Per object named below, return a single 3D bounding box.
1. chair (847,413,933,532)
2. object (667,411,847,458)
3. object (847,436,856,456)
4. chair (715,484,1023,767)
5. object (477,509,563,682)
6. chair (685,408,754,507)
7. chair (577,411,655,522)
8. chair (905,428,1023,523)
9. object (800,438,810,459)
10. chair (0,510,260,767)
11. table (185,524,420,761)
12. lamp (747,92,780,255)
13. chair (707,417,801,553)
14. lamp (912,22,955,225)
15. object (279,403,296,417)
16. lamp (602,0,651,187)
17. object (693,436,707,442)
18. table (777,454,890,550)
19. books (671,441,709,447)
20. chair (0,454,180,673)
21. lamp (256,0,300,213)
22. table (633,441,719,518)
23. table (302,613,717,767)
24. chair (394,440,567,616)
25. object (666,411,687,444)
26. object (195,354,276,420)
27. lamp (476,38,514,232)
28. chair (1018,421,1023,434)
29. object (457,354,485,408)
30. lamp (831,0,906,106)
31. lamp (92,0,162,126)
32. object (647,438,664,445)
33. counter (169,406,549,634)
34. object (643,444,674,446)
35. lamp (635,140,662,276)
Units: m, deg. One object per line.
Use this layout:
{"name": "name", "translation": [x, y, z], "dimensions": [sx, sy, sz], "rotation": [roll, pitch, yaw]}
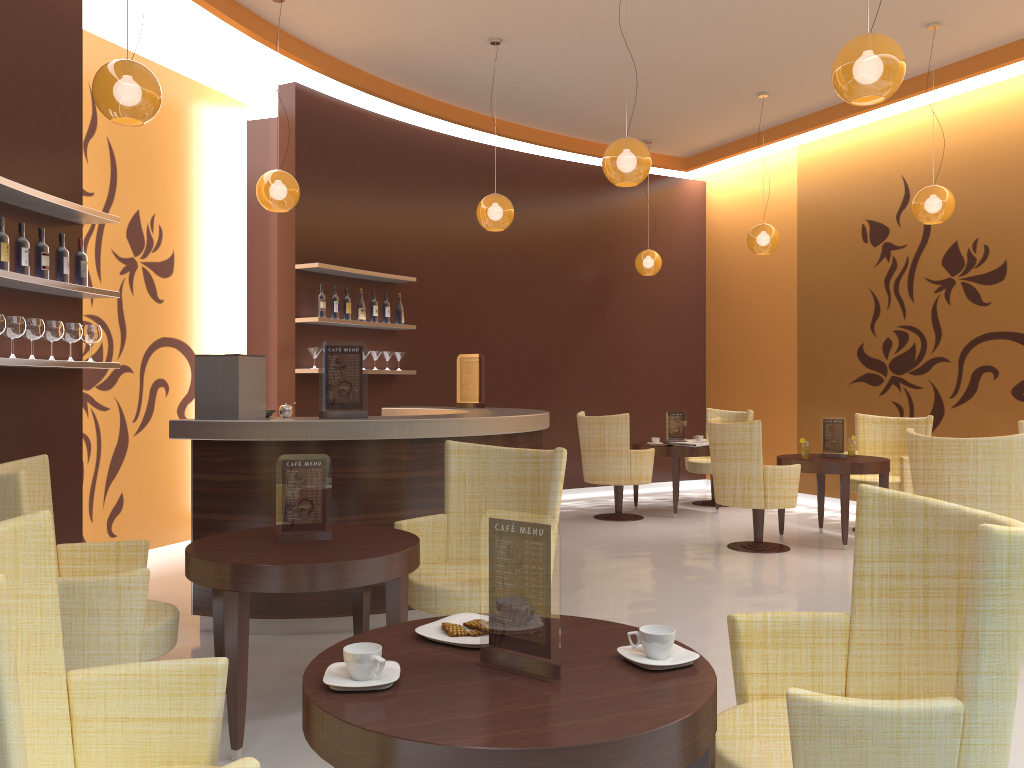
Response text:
{"name": "chair", "translation": [3.264, 0.776, 7.757], "dimensions": [0.685, 1.017, 0.729], "rotation": [0, 0, -39]}
{"name": "object", "translation": [2.179, 0.438, 8.121], "dimensions": [0.187, 0.335, 2.090], "rotation": [0, 0, -31]}
{"name": "object", "translation": [2.859, 0.520, 7.466], "dimensions": [0.067, 0.171, 0.072], "rotation": [0, 0, 20]}
{"name": "chair", "translation": [0.797, 0.776, 2.042], "dimensions": [0.685, 1.017, 0.729], "rotation": [0, 0, 4]}
{"name": "object", "translation": [0.015, 0.438, 1.874], "dimensions": [0.209, 0.335, 0.042], "rotation": [0, 0, 38]}
{"name": "chair", "translation": [2.216, 0.776, 9.508], "dimensions": [0.685, 1.017, 0.729], "rotation": [0, 0, -28]}
{"name": "chair", "translation": [0.985, 0.776, 8.491], "dimensions": [0.685, 1.017, 0.729], "rotation": [0, 0, -31]}
{"name": "chair", "translation": [2.712, 0.776, 5.171], "dimensions": [0.685, 1.017, 0.729], "rotation": [0, 0, -31]}
{"name": "object", "translation": [2.360, 0.520, 7.134], "dimensions": [0.072, 0.171, 0.067], "rotation": [0, 0, -45]}
{"name": "chair", "translation": [-0.744, 0.776, 1.614], "dimensions": [0.685, 1.017, 0.729], "rotation": [0, 0, -24]}
{"name": "table", "translation": [-0.791, 0.945, 3.403], "dimensions": [0.872, 0.679, 0.874], "rotation": [0, 0, 19]}
{"name": "lamp", "translation": [2.352, -1.966, 8.298], "dimensions": [0.299, 1.500, 0.299], "rotation": [0, 0, 15]}
{"name": "chair", "translation": [1.886, 0.776, 6.944], "dimensions": [0.685, 1.017, 0.729], "rotation": [0, 0, -11]}
{"name": "lamp", "translation": [3.183, -1.966, 6.701], "dimensions": [0.299, 1.500, 0.299], "rotation": [0, 0, -2]}
{"name": "object", "translation": [-1.248, 0.146, 4.900], "dimensions": [0.075, 0.077, 0.075], "rotation": [0, 0, 31]}
{"name": "lamp", "translation": [0.699, -1.966, 5.409], "dimensions": [0.299, 1.500, 0.299], "rotation": [0, 0, 41]}
{"name": "object", "translation": [1.925, 0.566, 9.098], "dimensions": [0.153, 0.069, 0.153], "rotation": [0, 0, -44]}
{"name": "table", "translation": [2.628, 0.945, 7.277], "dimensions": [0.872, 0.679, 0.874], "rotation": [0, 0, 4]}
{"name": "books", "translation": [1.783, 0.588, 8.698], "dimensions": [0.367, 0.035, 0.345], "rotation": [0, 0, -37]}
{"name": "chair", "translation": [-1.525, 0.776, 3.092], "dimensions": [0.685, 1.017, 0.729], "rotation": [0, 0, -21]}
{"name": "lamp", "translation": [-1.640, -1.966, 6.221], "dimensions": [0.299, 1.500, 0.299], "rotation": [0, 0, -9]}
{"name": "table", "translation": [1.653, 0.945, 8.925], "dimensions": [0.872, 0.679, 0.874], "rotation": [0, 0, 9]}
{"name": "table", "translation": [-0.005, 0.945, 1.913], "dimensions": [0.872, 0.679, 0.874], "rotation": [0, 0, 19]}
{"name": "chair", "translation": [-0.132, 0.776, 3.879], "dimensions": [0.729, 1.017, 0.685], "rotation": [0, 0, 41]}
{"name": "object", "translation": [1.663, 0.438, 8.974], "dimensions": [0.209, 0.335, 0.042], "rotation": [0, 0, -4]}
{"name": "object", "translation": [-1.484, 0.014, 4.801], "dimensions": [0.270, 0.340, 0.373], "rotation": [0, 0, 18]}
{"name": "lamp", "translation": [-0.132, -1.966, 7.006], "dimensions": [0.299, 1.500, 0.299], "rotation": [0, 0, -9]}
{"name": "chair", "translation": [3.947, 0.776, 6.188], "dimensions": [0.729, 1.017, 0.685], "rotation": [0, 0, 31]}
{"name": "object", "translation": [-0.317, -0.023, 6.798], "dimensions": [0.258, 0.414, 0.052], "rotation": [0, 0, 31]}
{"name": "lamp", "translation": [1.530, -1.966, 3.812], "dimensions": [0.299, 1.500, 0.299], "rotation": [0, 0, -17]}
{"name": "lamp", "translation": [-1.785, -1.966, 4.116], "dimensions": [0.299, 1.500, 0.299], "rotation": [0, 0, 41]}
{"name": "object", "translation": [1.415, 0.566, 8.751], "dimensions": [0.153, 0.069, 0.153], "rotation": [0, 0, -1]}
{"name": "counter", "translation": [-0.575, 0.734, 5.718], "dimensions": [1.586, 1.100, 2.917], "rotation": [0, 0, 18]}
{"name": "object", "translation": [1.400, 0.595, 8.739], "dimensions": [0.239, 0.021, 0.464], "rotation": [0, 0, -14]}
{"name": "lamp", "translation": [1.521, -1.966, 9.895], "dimensions": [0.299, 1.500, 0.299], "rotation": [0, 0, -27]}
